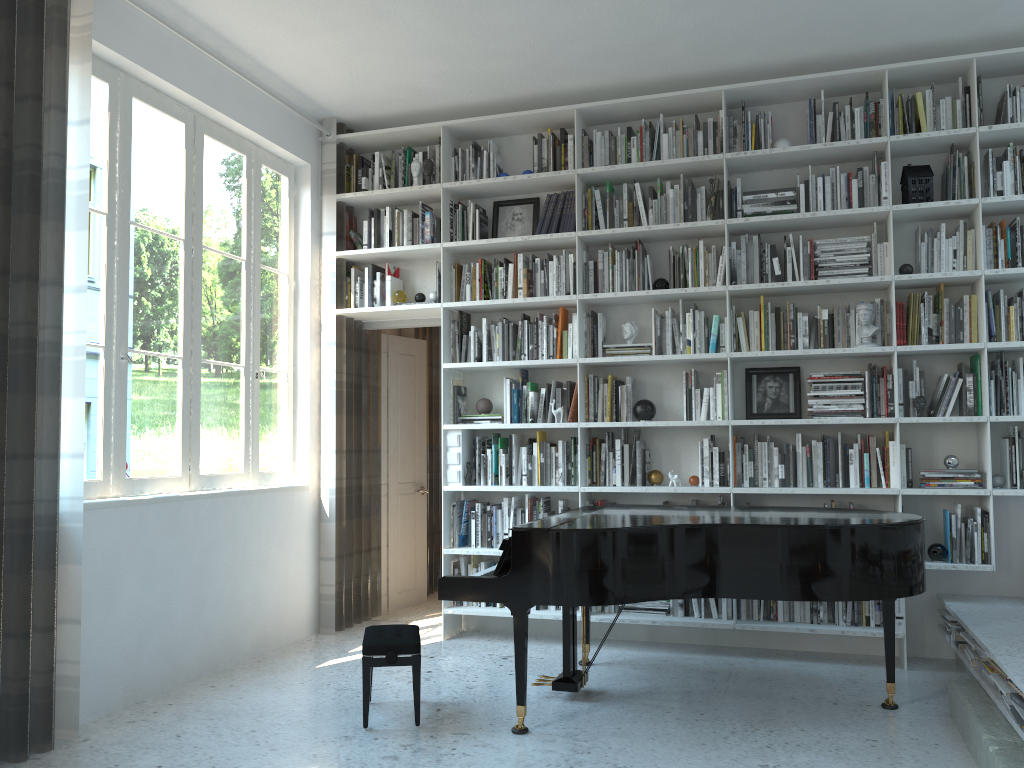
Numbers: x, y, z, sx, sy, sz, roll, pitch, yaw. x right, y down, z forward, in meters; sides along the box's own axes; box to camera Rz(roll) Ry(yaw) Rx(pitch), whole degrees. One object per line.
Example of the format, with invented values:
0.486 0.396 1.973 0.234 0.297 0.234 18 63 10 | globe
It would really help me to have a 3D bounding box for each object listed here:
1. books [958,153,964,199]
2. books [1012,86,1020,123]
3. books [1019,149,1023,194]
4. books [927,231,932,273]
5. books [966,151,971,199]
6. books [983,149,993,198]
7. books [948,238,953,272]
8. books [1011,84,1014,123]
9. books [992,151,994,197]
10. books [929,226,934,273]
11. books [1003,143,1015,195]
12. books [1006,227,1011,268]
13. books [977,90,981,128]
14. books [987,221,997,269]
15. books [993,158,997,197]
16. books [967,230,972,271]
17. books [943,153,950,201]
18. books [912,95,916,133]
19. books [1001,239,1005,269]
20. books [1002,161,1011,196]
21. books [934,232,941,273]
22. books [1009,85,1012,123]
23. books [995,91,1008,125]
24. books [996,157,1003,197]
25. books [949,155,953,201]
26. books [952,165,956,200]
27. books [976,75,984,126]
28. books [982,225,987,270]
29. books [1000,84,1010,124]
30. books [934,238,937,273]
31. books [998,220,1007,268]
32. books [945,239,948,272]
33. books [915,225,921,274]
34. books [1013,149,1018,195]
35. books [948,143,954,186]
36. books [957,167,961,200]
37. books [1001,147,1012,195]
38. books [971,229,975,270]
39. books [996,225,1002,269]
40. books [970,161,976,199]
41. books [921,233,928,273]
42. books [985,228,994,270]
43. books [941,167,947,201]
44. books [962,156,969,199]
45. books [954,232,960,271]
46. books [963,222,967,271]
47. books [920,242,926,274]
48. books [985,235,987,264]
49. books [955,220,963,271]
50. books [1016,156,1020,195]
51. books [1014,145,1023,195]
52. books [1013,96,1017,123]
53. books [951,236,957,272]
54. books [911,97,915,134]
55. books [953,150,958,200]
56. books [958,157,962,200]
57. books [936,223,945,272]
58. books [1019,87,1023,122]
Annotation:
2.384 -1.069 4.725 0.013 0.288 0.131 -1 -4 18 | books
2.626 -1.414 4.633 0.013 0.229 0.174 -1 -4 18 | books
2.654 -1.070 4.633 0.012 0.276 0.133 -1 -4 18 | books
2.223 -0.678 4.738 0.028 0.250 0.164 -1 -4 18 | books
2.417 -1.072 4.706 0.005 0.292 0.130 -1 -4 18 | books
2.502 -1.071 4.659 0.012 0.285 0.159 -1 -4 18 | books
2.307 -0.654 4.696 0.027 0.196 0.185 -2 -4 18 | books
2.612 -1.425 4.662 0.012 0.255 0.133 -1 -4 18 | books
2.519 -1.067 4.674 0.011 0.279 0.133 -1 -4 18 | books
2.237 -0.691 4.735 0.019 0.275 0.146 -1 -4 18 | books
2.596 -1.085 4.630 0.014 0.306 0.152 -1 -4 18 | books
2.575 -0.682 4.623 0.013 0.236 0.157 -1 -4 18 | books
2.443 -1.408 4.694 0.033 0.229 0.175 -2 -4 18 | books
2.518 -0.701 4.650 0.014 0.278 0.154 -1 -4 18 | books
2.528 -1.048 4.664 0.012 0.239 0.139 -1 -4 18 | books
2.390 -0.674 4.661 0.028 0.229 0.177 -1 -4 18 | books
2.302 -1.061 4.704 0.021 0.272 0.190 -1 -4 18 | books
2.175 -1.415 4.811 0.007 0.264 0.133 -1 -4 18 | books
2.547 -0.653 4.634 0.021 0.178 0.136 -1 -4 18 | books
2.563 -1.035 4.627 0.026 0.207 0.181 -1 -4 18 | books
2.260 -0.672 4.720 0.023 0.236 0.178 -1 -4 18 | books
2.598 -1.419 4.656 0.011 0.244 0.172 -1 -4 18 | books
2.558 -1.400 4.652 0.046 0.206 0.183 -2 -4 18 | books
2.544 -1.051 4.653 0.026 0.243 0.148 -1 -4 18 | books
2.322 -1.061 4.712 0.022 0.271 0.181 -1 -4 18 | books
2.339 -1.033 4.720 0.024 0.217 0.169 -1 -4 18 | books
2.460 -1.447 4.682 0.019 0.304 0.176 -1 -4 18 | books
2.451 -0.687 4.651 0.028 0.251 0.190 -1 -4 18 | books
2.586 -1.420 4.651 0.009 0.244 0.173 -1 -4 18 | books
2.247 -0.657 4.729 0.023 0.207 0.171 -1 -4 18 | books
2.568 -0.704 4.647 0.014 0.283 0.135 -1 -4 18 | books
2.288 -0.653 4.699 0.024 0.194 0.173 -1 -4 18 | books
2.177 -0.694 4.760 0.018 0.285 0.159 -1 -4 18 | books
2.607 -1.066 4.625 0.010 0.268 0.166 -1 -4 18 | books
2.334 -1.093 4.726 0.025 0.339 0.143 -1 -4 18 | books
2.361 -1.030 4.711 0.013 0.210 0.140 -1 -4 18 | books
2.586 -1.072 4.639 0.011 0.283 0.173 -1 -4 18 | books
2.412 -0.678 4.670 0.026 0.237 0.173 -1 -4 18 | books
2.526 -0.687 4.630 0.014 0.247 0.176 -1 -4 18 | books
2.413 -1.035 4.669 0.008 0.213 0.224 -1 -4 18 | books
2.208 -0.673 4.748 0.024 0.242 0.159 -1 -4 18 | books
2.498 -0.682 4.660 0.030 0.242 0.138 -1 -4 18 | books
2.305 -1.030 4.735 0.019 0.213 0.156 -1 -4 18 | books
2.383 -1.052 4.680 0.013 0.248 0.186 -1 -4 18 | books
2.347 -0.674 4.692 0.024 0.233 0.149 -1 -4 18 | books
2.378 -0.696 4.683 0.025 0.277 0.173 -1 -4 18 | books
2.183 -0.645 4.733 0.028 0.185 0.181 -2 -4 18 | books
2.479 -0.665 4.670 0.013 0.209 0.140 -1 -4 18 | books
2.364 -0.704 4.690 0.028 0.293 0.154 -1 -4 18 | books
2.621 -1.049 4.629 0.012 0.235 0.165 -1 -4 18 | books
2.636 -1.079 4.632 0.021 0.296 0.138 -1 -4 18 | books
2.619 -1.390 4.647 0.009 0.183 0.160 -1 -4 18 | books
2.327 -0.662 4.691 0.029 0.211 0.158 -1 -4 18 | books
2.154 -1.402 4.780 0.015 0.233 0.171 -1 -4 18 | books
2.342 -1.070 4.699 0.021 0.288 0.179 -1 -4 18 | books
2.366 -1.053 4.700 0.005 0.255 0.159 -1 -4 18 | books
2.269 -0.694 4.696 0.028 0.275 0.187 -1 -4 18 | books
2.659 -1.412 4.637 0.028 0.226 0.163 -1 -4 18 | books
